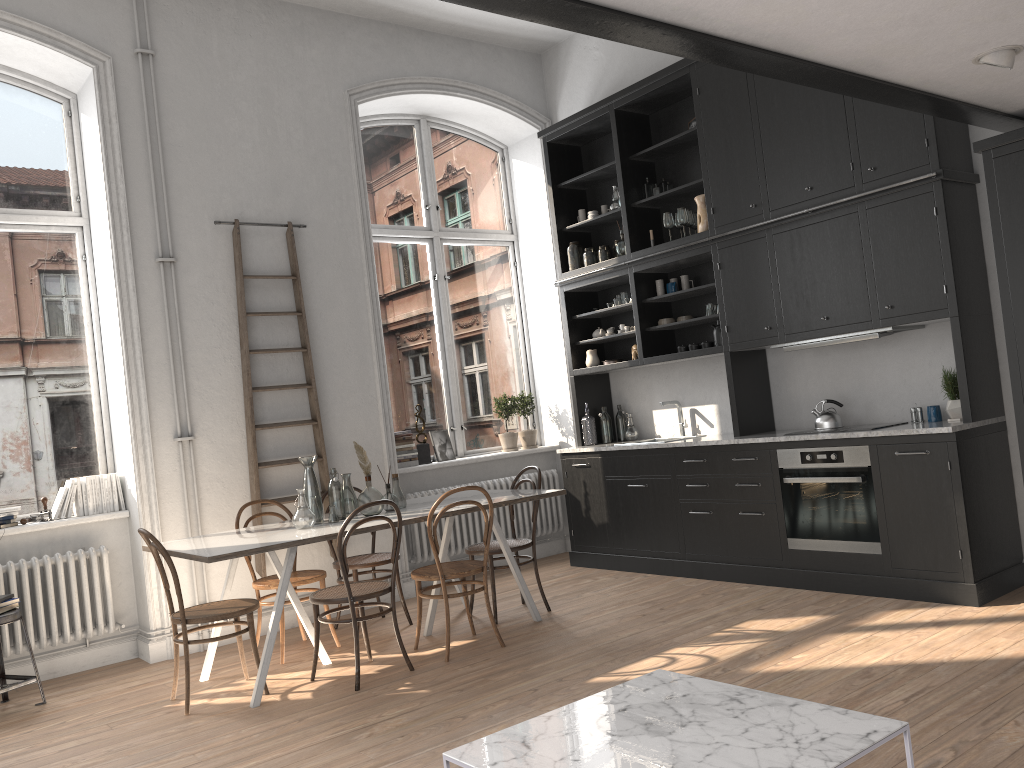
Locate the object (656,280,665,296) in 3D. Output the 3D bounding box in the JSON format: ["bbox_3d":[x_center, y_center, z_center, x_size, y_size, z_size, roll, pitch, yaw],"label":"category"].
[{"bbox_3d":[1.130,-0.720,6.738,0.059,0.135,0.082,-7,-2,20],"label":"object"}]

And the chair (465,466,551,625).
[{"bbox_3d":[-0.039,1.021,5.744,0.549,0.920,0.438,-6,-2,-25],"label":"chair"}]

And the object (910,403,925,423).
[{"bbox_3d":[2.430,0.174,5.324,0.040,0.116,0.080,-6,-2,-33],"label":"object"}]

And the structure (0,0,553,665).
[{"bbox_3d":[-1.829,-0.549,6.174,5.180,4.473,0.340,-5,-2,-38],"label":"structure"}]

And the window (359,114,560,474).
[{"bbox_3d":[2.019,-5.278,13.977,14.379,15.932,26.414,-5,-2,-38],"label":"window"}]

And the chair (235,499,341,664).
[{"bbox_3d":[-1.379,1.162,5.397,0.437,0.920,0.549,-5,-2,-40],"label":"chair"}]

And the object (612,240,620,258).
[{"bbox_3d":[0.866,-1.061,7.123,0.092,0.184,0.092,-6,-2,-23],"label":"object"}]

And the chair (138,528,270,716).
[{"bbox_3d":[-1.585,1.157,4.567,0.549,0.920,0.438,-6,-2,-30],"label":"chair"}]

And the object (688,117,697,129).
[{"bbox_3d":[1.330,-1.855,6.402,0.055,0.121,0.167,-6,-2,-13],"label":"object"}]

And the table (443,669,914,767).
[{"bbox_3d":[0.427,1.113,2.296,0.849,0.392,0.850,-5,-2,-38],"label":"table"}]

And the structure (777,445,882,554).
[{"bbox_3d":[2.095,0.671,5.464,0.618,0.623,0.622,-5,-2,-38],"label":"structure"}]

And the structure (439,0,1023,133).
[{"bbox_3d":[1.675,-1.934,1.388,5.925,1.213,4.160,-5,-2,-38],"label":"structure"}]

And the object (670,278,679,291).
[{"bbox_3d":[1.228,-0.732,6.747,0.082,0.135,0.059,-6,-2,-10],"label":"object"}]

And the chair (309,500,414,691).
[{"bbox_3d":[-0.815,1.072,4.651,0.437,0.920,0.549,-5,-2,-42],"label":"chair"}]

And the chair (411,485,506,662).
[{"bbox_3d":[-0.332,1.029,4.981,0.437,0.920,0.549,-6,-2,-27],"label":"chair"}]

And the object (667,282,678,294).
[{"bbox_3d":[1.199,-0.710,6.643,0.082,0.093,0.140,-7,-2,17],"label":"object"}]

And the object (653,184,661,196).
[{"bbox_3d":[1.092,-1.449,6.682,0.053,0.125,0.041,-7,-2,19],"label":"object"}]

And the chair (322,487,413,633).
[{"bbox_3d":[-0.976,1.130,5.811,0.437,0.920,0.549,-6,-2,-31],"label":"chair"}]

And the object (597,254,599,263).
[{"bbox_3d":[0.738,-1.022,7.408,0.114,0.155,0.114,-7,-2,8],"label":"object"}]

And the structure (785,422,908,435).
[{"bbox_3d":[2.055,0.278,5.478,0.427,0.011,0.592,-5,-2,-38],"label":"structure"}]

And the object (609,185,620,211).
[{"bbox_3d":[0.831,-1.458,7.019,0.132,0.219,0.132,-7,-2,26],"label":"object"}]

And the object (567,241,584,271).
[{"bbox_3d":[0.527,-1.044,7.282,0.118,0.238,0.118,-8,-2,38],"label":"object"}]

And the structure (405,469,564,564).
[{"bbox_3d":[-0.225,1.073,7.318,1.576,0.552,0.194,-5,-2,-38],"label":"structure"}]

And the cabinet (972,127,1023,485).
[{"bbox_3d":[3.117,-0.126,4.070,0.633,2.371,1.402,-5,-2,-38],"label":"cabinet"}]

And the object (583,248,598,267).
[{"bbox_3d":[0.634,-1.018,7.181,0.114,0.155,0.114,-5,-2,-34],"label":"object"}]

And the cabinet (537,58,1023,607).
[{"bbox_3d":[1.484,-0.480,6.122,0.634,3.582,3.253,-5,-2,-38],"label":"cabinet"}]

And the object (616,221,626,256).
[{"bbox_3d":[0.853,-1.156,6.836,0.134,0.357,0.134,-7,-2,7],"label":"object"}]

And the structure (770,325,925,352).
[{"bbox_3d":[2.088,-0.310,5.577,0.379,0.123,0.844,-5,-2,-38],"label":"structure"}]

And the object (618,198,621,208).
[{"bbox_3d":[0.876,-1.528,6.899,0.123,0.340,0.118,-6,-2,-19],"label":"object"}]

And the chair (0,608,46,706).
[{"bbox_3d":[-2.792,1.499,4.753,0.360,0.522,0.364,-7,-2,26],"label":"chair"}]

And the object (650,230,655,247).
[{"bbox_3d":[1.057,-1.086,6.684,0.123,0.161,0.123,-6,-2,-29],"label":"object"}]

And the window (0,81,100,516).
[{"bbox_3d":[-3.502,-0.562,5.406,1.622,2.842,0.013,-5,-2,-38],"label":"window"}]

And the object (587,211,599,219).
[{"bbox_3d":[0.670,-1.368,7.295,0.096,0.095,0.096,-6,-2,-4],"label":"object"}]

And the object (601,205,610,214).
[{"bbox_3d":[0.770,-1.399,7.280,0.059,0.135,0.082,-6,-2,-15],"label":"object"}]

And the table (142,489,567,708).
[{"bbox_3d":[-0.824,1.161,5.182,2.199,0.779,1.101,-5,-2,-38],"label":"table"}]

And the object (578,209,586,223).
[{"bbox_3d":[0.584,-1.375,7.366,0.059,0.135,0.082,-6,-2,-10],"label":"object"}]

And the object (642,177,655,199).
[{"bbox_3d":[1.042,-1.479,6.760,0.084,0.199,0.065,-6,-2,-16],"label":"object"}]

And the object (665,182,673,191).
[{"bbox_3d":[1.182,-1.459,6.671,0.044,0.121,0.058,-6,-2,-11],"label":"object"}]

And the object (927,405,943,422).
[{"bbox_3d":[2.483,0.175,5.220,0.082,0.093,0.140,-8,-2,42],"label":"object"}]

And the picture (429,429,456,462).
[{"bbox_3d":[-0.603,0.517,7.348,0.149,0.264,0.221,-8,-2,36],"label":"picture"}]

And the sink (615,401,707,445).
[{"bbox_3d":[1.135,0.391,6.724,0.514,0.504,0.526,-5,-2,-38],"label":"sink"}]

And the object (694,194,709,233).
[{"bbox_3d":[1.340,-1.187,6.218,0.094,0.267,0.116,-7,-2,4],"label":"object"}]

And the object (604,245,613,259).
[{"bbox_3d":[0.775,-1.041,7.277,0.092,0.184,0.092,-7,-2,18],"label":"object"}]

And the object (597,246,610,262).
[{"bbox_3d":[0.739,-1.029,7.133,0.097,0.150,0.096,-8,-2,41],"label":"object"}]

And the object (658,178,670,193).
[{"bbox_3d":[1.168,-1.482,6.779,0.065,0.177,0.084,-6,-2,-16],"label":"object"}]

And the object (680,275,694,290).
[{"bbox_3d":[1.308,-0.745,6.633,0.082,0.135,0.059,-8,-2,35],"label":"object"}]
